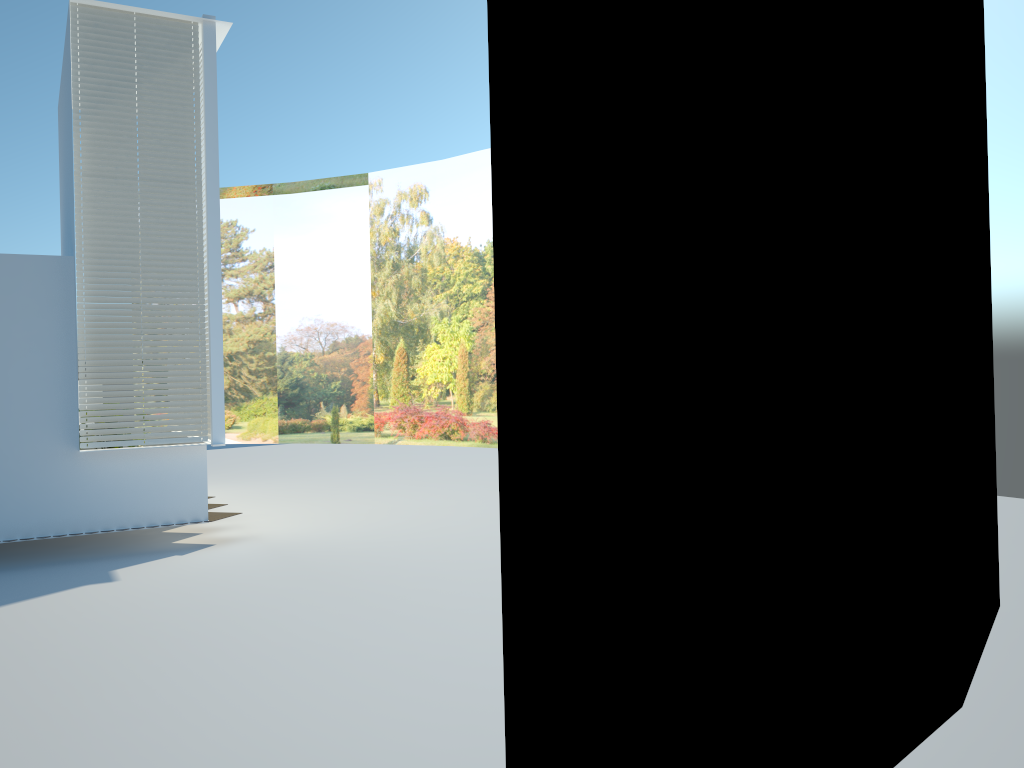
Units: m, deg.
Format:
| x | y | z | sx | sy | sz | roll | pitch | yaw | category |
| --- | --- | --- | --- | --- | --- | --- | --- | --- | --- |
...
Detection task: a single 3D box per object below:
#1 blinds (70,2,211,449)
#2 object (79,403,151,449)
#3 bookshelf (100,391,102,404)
| x | y | z | sx | sy | sz | roll | pitch | yaw | category |
| --- | --- | --- | --- | --- | --- | --- | --- | --- | --- |
| -3.868 | -1.540 | 10.403 | 1.220 | 4.266 | 3.917 | -1 | 0 | -10 | blinds |
| -5.065 | 0.821 | 11.119 | 1.120 | 1.198 | 1.026 | -1 | 0 | 40 | object |
| -6.343 | 0.652 | 12.987 | 0.502 | 1.496 | 2.099 | -1 | 0 | -29 | bookshelf |
